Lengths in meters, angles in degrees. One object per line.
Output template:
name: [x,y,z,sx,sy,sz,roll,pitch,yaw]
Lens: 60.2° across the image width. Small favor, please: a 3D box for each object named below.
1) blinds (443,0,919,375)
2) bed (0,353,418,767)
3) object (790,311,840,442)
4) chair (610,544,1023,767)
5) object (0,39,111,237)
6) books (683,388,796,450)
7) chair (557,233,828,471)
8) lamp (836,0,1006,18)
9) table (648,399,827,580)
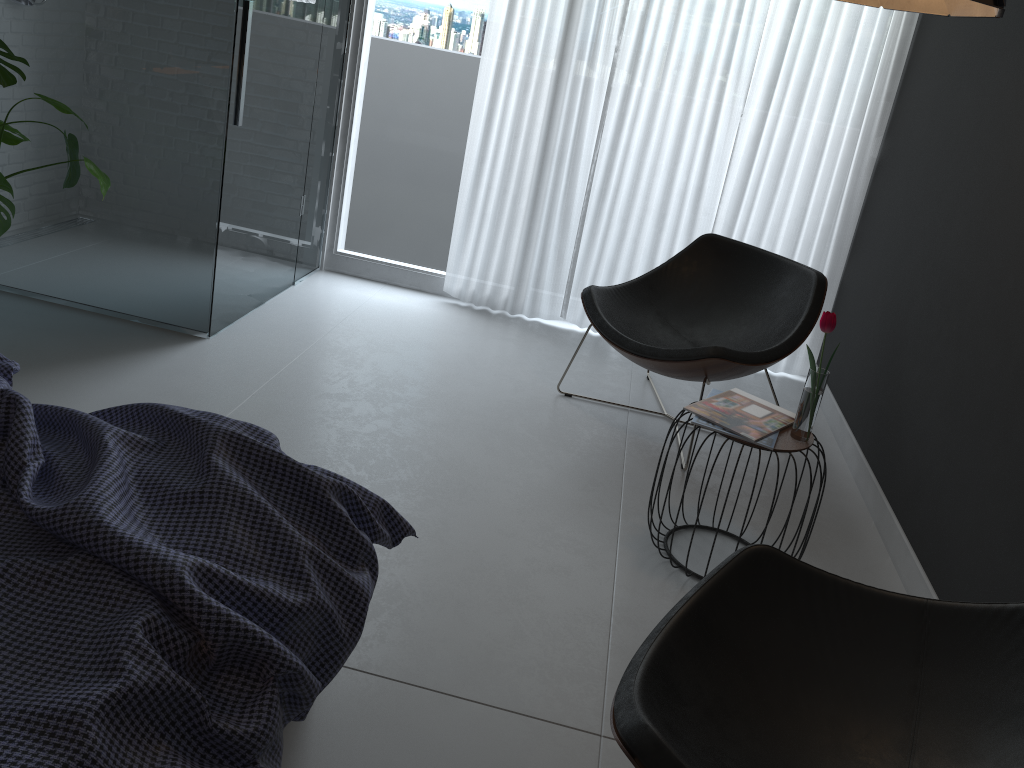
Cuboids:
blinds: [0.783,-1.460,3.957,1.856,2.633,0.140,13,17,6]
bed: [-1.453,-0.305,0.900,2.612,1.994,2.620,13,20,5]
object: [0.800,-0.017,2.339,0.067,0.347,0.077,24,22,35]
chair: [0.574,0.601,1.394,0.823,0.674,0.801,20,22,25]
object: [-1.828,-0.608,2.807,0.860,1.023,1.005,19,21,22]
books: [-3.164,-0.070,1.526,8.217,0.363,0.417,5,20,-14]
chair: [0.704,-0.178,3.410,0.817,0.674,0.807,-6,26,-39]
lamp: [0.938,-1.343,1.981,0.588,0.881,0.617,19,20,22]
table: [0.632,0.304,2.508,0.449,0.425,0.464,5,20,-16]
